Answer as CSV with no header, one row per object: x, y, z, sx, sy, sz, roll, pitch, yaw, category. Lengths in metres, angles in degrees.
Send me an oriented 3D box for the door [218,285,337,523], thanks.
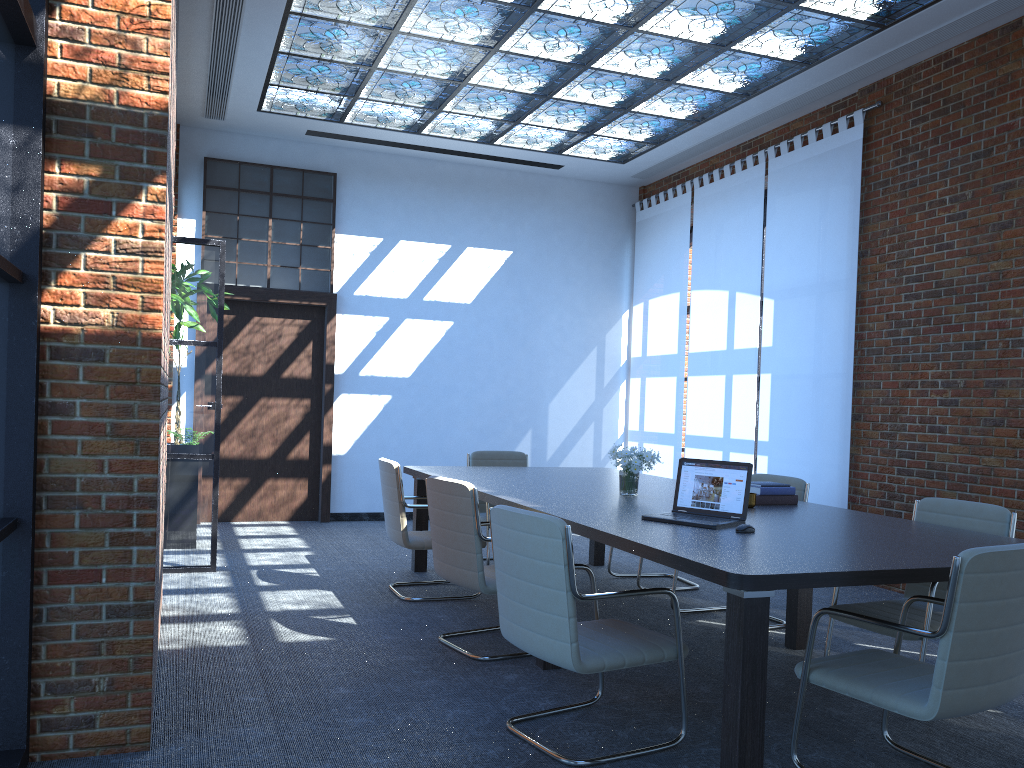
-2.585,0.230,9.259,1.401,2.436,0.200,2,1,-21,door

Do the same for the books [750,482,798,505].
1.439,0.622,5.069,0.294,0.115,0.254,2,-1,-22,books

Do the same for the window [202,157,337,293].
-2.505,-1.610,9.175,1.329,1.293,0.059,2,1,-21,window

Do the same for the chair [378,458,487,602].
-0.566,0.983,6.123,0.706,0.923,0.559,2,0,-21,chair

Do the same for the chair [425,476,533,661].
-0.084,0.970,4.841,0.707,0.923,0.559,2,0,-32,chair

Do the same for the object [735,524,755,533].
0.997,0.618,3.793,0.101,0.034,0.059,3,-1,-40,object

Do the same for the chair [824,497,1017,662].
1.944,1.027,4.258,0.707,0.923,0.559,2,0,-26,chair

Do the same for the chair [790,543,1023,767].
1.437,0.983,3.157,0.560,0.923,0.706,2,0,-32,chair

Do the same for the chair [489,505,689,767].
0.300,0.953,3.548,0.707,0.923,0.559,2,0,-32,chair

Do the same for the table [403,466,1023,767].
0.752,1.064,5.203,1.810,0.810,4.502,2,-1,-21,table

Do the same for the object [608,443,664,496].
0.709,0.504,5.260,0.329,0.310,0.336,2,0,-10,object

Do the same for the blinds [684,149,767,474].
2.090,-0.311,8.870,0.039,3.759,1.218,2,1,-21,blinds

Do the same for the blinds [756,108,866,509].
2.535,-0.323,7.685,0.039,3.759,1.218,2,1,-21,blinds

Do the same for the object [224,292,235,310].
-2.907,0.155,7.640,0.946,2.492,1.323,2,0,-20,object

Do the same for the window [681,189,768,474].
3.630,-0.209,6.328,0.160,3.609,9.617,2,-1,-21,window

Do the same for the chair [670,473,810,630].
1.434,1.041,5.615,0.707,0.923,0.559,2,0,-27,chair

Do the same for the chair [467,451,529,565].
-0.023,1.029,7.291,0.560,0.923,0.706,2,0,-21,chair

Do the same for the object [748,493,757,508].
1.276,0.596,4.787,0.091,0.142,0.091,2,0,-43,object

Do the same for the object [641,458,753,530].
0.852,0.496,4.087,0.390,0.283,0.323,1,-1,43,object

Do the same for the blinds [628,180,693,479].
1.641,-0.298,10.065,0.039,3.759,1.218,2,1,-21,blinds

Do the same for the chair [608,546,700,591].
1.127,1.056,6.719,0.706,0.923,0.559,2,0,-17,chair
